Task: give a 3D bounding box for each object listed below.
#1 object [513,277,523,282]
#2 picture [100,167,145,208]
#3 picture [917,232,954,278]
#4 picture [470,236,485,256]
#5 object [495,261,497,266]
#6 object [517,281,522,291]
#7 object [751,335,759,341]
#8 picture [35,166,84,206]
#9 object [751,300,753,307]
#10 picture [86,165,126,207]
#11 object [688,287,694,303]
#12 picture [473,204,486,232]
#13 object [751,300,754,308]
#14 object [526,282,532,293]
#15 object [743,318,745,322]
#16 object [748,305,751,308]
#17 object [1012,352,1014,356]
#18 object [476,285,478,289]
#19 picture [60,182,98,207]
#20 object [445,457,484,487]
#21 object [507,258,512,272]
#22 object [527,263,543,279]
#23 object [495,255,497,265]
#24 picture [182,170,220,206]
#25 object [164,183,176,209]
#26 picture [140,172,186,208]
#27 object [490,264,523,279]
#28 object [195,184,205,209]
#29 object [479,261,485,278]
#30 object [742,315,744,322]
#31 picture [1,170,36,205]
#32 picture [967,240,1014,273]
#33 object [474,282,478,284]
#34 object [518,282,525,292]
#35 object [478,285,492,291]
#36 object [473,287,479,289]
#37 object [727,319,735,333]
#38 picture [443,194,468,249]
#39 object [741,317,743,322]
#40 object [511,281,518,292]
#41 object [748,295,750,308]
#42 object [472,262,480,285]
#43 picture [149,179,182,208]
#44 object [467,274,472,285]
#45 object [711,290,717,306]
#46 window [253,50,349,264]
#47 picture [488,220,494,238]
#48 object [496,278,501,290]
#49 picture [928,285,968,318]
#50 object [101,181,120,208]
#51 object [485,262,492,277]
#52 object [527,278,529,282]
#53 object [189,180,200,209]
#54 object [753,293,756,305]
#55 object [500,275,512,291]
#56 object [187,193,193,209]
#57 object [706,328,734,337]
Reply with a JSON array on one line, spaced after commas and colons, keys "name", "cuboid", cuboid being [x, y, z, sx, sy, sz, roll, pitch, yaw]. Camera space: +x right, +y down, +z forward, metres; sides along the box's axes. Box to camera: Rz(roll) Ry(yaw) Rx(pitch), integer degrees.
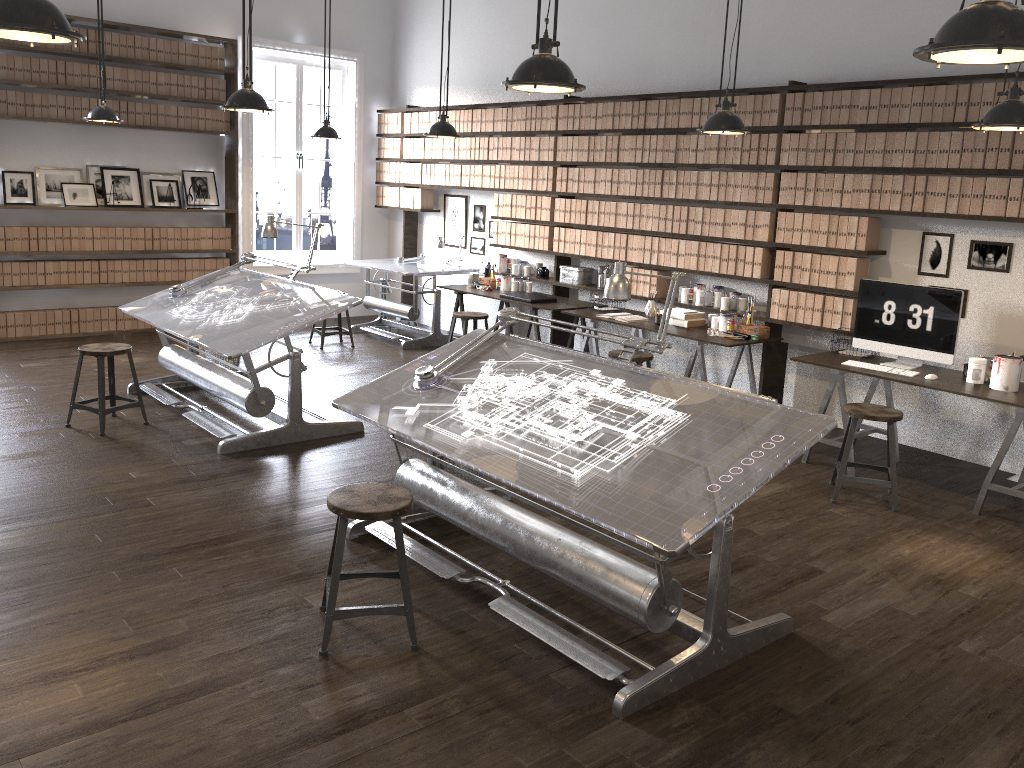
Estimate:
[{"name": "object", "cuboid": [0.057, -0.962, 8.510, 0.094, 0.127, 0.095, -5, 14, -36]}, {"name": "picture", "cuboid": [-3.891, -1.961, 8.846, 0.374, 0.388, 0.150, -7, 14, -40]}, {"name": "picture", "cuboid": [2.760, -0.842, 5.766, 0.022, 0.282, 0.203, -6, 14, -40]}, {"name": "picture", "cuboid": [-0.365, -1.475, 9.459, 0.023, 0.182, 0.253, -6, 14, -40]}, {"name": "object", "cuboid": [-0.165, -1.120, 8.601, 0.006, 0.191, 0.056, -6, 13, -41]}, {"name": "object", "cuboid": [0.073, -0.934, 8.445, 0.044, 0.100, 0.045, -6, 14, -40]}, {"name": "object", "cuboid": [1.716, -0.327, 6.250, 0.049, 0.037, 0.049, -6, 15, -36]}, {"name": "picture", "cuboid": [-4.348, -1.899, 8.530, 0.416, 0.362, 0.084, -7, 14, -40]}, {"name": "object", "cuboid": [1.716, -0.515, 6.376, 0.021, 0.178, 0.006, -1, 11, -21]}, {"name": "picture", "cuboid": [-4.020, -1.965, 8.804, 0.370, 0.402, 0.092, -7, 14, -40]}, {"name": "object", "cuboid": [1.432, -0.710, 7.116, 0.044, 0.126, 0.045, -6, 13, -39]}, {"name": "picture", "cuboid": [-0.343, -1.759, 9.402, 0.022, 0.282, 0.203, -6, 14, -40]}, {"name": "object", "cuboid": [1.723, -0.519, 6.380, 0.008, 0.184, 0.072, 3, 10, 2]}, {"name": "object", "cuboid": [0.160, -0.916, 8.388, 0.062, 0.093, 0.062, 4, 11, 8]}, {"name": "object", "cuboid": [1.688, -0.437, 6.495, 0.005, 0.123, 0.041, -7, 14, -43]}, {"name": "object", "cuboid": [1.712, -0.508, 6.386, 0.038, 0.152, 0.008, 4, 10, 9]}, {"name": "object", "cuboid": [2.877, -0.091, 5.106, 0.007, 0.178, 0.055, 9, 12, 30]}, {"name": "object", "cuboid": [-0.334, -0.928, 8.505, 0.011, 0.017, 0.173, 1, 13, -9]}, {"name": "picture", "cuboid": [-4.190, -1.831, 8.580, 0.300, 0.227, 0.145, -7, 15, -40]}, {"name": "object", "cuboid": [-0.275, 0.409, 4.790, 0.353, 0.374, 0.356, -1, 12, -19]}, {"name": "object", "cuboid": [-0.027, -1.190, 8.869, 0.051, 0.138, 0.050, -7, 14, -42]}, {"name": "object", "cuboid": [0.231, -1.082, 8.547, 0.107, 0.160, 0.238, 6, 12, 15]}, {"name": "object", "cuboid": [-0.163, -1.136, 8.610, 0.021, 0.226, 0.007, -3, 11, -28]}, {"name": "picture", "cuboid": [-3.292, -2.069, 9.369, 0.344, 0.361, 0.162, -7, 14, -40]}, {"name": "object", "cuboid": [-3.490, -1.917, 9.038, 0.124, 0.258, 0.040, -6, 13, -40]}, {"name": "picture", "cuboid": [-3.607, -1.999, 9.150, 0.435, 0.358, 0.096, -7, 14, -40]}, {"name": "object", "cuboid": [-0.046, -1.096, 8.655, 0.345, 0.145, 0.077, -1, 11, -18]}, {"name": "object", "cuboid": [-3.267, -1.960, 9.270, 0.111, 0.259, 0.040, -6, 13, -40]}, {"name": "object", "cuboid": [-0.300, -1.091, 8.747, 0.068, 0.235, 0.069, -7, 14, -43]}, {"name": "object", "cuboid": [1.681, -0.437, 6.478, 0.005, 0.146, 0.033, -6, 13, -40]}, {"name": "picture", "cuboid": [-4.633, -1.840, 8.321, 0.267, 0.312, 0.058, -7, 14, -40]}, {"name": "picture", "cuboid": [2.975, -0.795, 5.511, 0.023, 0.182, 0.253, -6, 14, -40]}, {"name": "object", "cuboid": [-0.347, -0.973, 8.663, 0.049, 0.037, 0.049, -8, 16, -43]}, {"name": "object", "cuboid": [0.094, -0.920, 8.392, 0.062, 0.092, 0.064, 4, 11, 8]}, {"name": "object", "cuboid": [-0.256, -0.918, 8.427, 0.132, 0.050, 0.199, 0, 13, -11]}, {"name": "object", "cuboid": [-0.335, -0.924, 8.498, 0.006, 0.006, 0.157, 9, 14, 28]}, {"name": "object", "cuboid": [1.601, -0.420, 6.481, 0.049, 0.111, 0.050, -5, 13, -36]}, {"name": "picture", "cuboid": [-0.622, -1.786, 9.718, 0.040, 0.569, 0.418, -6, 14, -40]}, {"name": "object", "cuboid": [1.671, -0.439, 6.481, 0.005, 0.129, 0.040, -6, 13, -41]}, {"name": "object", "cuboid": [0.025, -0.927, 8.406, 0.062, 0.093, 0.062, 3, 11, 0]}, {"name": "object", "cuboid": [1.713, -0.535, 6.394, 0.007, 0.212, 0.055, -4, 12, -33]}, {"name": "object", "cuboid": [-0.355, -1.080, 8.702, 0.068, 0.227, 0.069, -7, 14, -43]}, {"name": "picture", "cuboid": [-3.573, -1.959, 9.133, 0.290, 0.288, 0.128, -7, 14, -40]}, {"name": "object", "cuboid": [-0.413, -1.032, 8.757, 0.068, 0.103, 0.069, -5, 13, -35]}, {"name": "object", "cuboid": [1.585, -0.672, 6.982, 0.045, 0.126, 0.045, -1, 11, -22]}, {"name": "window", "cuboid": [-2.399, -2.486, 9.950, 1.248, 2.289, 0.154, -6, 13, -40]}, {"name": "picture", "cuboid": [-0.158, -1.600, 9.194, 0.023, 0.182, 0.253, -6, 14, -40]}, {"name": "object", "cuboid": [-0.128, -0.961, 8.503, 0.049, 0.111, 0.050, -7, 14, -43]}, {"name": "picture", "cuboid": [2.814, -0.534, 5.734, 0.023, 0.182, 0.253, -6, 14, -40]}, {"name": "object", "cuboid": [-3.924, -1.854, 8.658, 0.175, 0.258, 0.040, -6, 14, -40]}, {"name": "object", "cuboid": [-0.235, -1.097, 8.802, 0.068, 0.227, 0.069, -7, 14, -43]}, {"name": "object", "cuboid": [0.145, -0.950, 8.446, 0.004, 0.132, 0.030, -7, 14, -44]}, {"name": "object", "cuboid": [-3.301, -1.968, 9.202, 0.118, 0.301, 0.040, -6, 13, -40]}, {"name": "object", "cuboid": [1.737, -0.541, 6.387, 0.020, 0.226, 0.007, 1, 10, -9]}, {"name": "object", "cuboid": [-0.055, -0.966, 8.476, 0.105, 0.140, 0.104, 12, 15, 41]}, {"name": "object", "cuboid": [-3.328, -1.886, 9.148, 0.066, 0.164, 0.040, -6, 13, -40]}, {"name": "object", "cuboid": [1.496, -0.369, 6.378, 0.197, 0.050, 0.133, 7, 13, 20]}]
